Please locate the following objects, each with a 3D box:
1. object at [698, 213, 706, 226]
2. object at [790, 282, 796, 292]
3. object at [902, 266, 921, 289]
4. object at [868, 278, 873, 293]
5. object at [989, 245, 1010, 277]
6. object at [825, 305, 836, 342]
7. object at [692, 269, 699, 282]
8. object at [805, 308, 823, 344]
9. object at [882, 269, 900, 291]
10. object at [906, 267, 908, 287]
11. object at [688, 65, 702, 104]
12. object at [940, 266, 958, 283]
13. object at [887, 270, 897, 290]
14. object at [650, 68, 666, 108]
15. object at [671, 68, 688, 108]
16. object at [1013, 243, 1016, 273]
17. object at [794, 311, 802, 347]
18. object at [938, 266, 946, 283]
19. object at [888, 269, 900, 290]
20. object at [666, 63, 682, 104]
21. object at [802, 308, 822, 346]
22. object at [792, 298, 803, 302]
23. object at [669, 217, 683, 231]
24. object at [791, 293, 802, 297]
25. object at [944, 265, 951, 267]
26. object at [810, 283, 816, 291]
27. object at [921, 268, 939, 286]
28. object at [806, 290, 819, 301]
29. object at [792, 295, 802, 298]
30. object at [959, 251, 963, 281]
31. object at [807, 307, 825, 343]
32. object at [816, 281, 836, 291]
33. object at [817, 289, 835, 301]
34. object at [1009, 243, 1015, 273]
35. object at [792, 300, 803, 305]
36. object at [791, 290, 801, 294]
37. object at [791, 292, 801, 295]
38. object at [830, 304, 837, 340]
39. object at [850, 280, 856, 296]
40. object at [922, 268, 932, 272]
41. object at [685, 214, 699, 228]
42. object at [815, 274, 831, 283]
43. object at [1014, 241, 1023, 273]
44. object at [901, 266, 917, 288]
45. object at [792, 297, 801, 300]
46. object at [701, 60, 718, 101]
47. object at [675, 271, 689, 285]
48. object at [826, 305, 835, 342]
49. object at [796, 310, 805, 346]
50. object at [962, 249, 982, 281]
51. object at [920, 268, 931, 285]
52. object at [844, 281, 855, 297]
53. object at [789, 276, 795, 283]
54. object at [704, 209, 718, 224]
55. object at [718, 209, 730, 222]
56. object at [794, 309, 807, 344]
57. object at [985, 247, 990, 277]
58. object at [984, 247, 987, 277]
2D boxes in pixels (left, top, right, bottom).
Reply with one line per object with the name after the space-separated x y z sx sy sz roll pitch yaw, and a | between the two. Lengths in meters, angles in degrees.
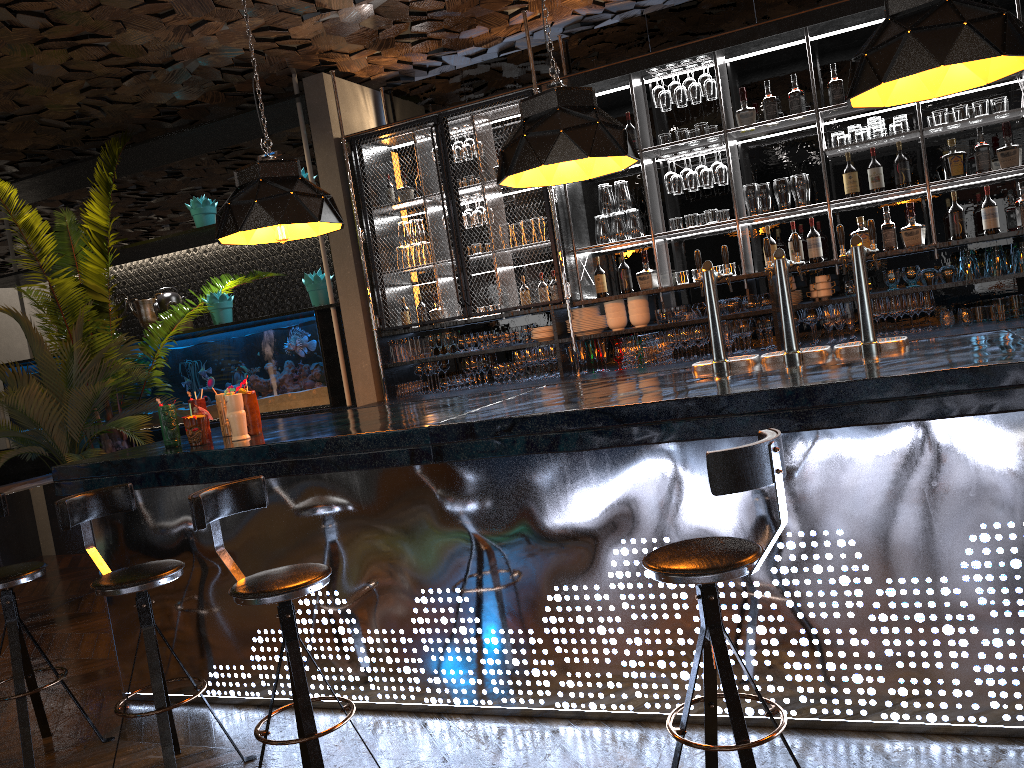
1.322 -1.117 6.057 0.089 0.092 0.089 -11 5 -34 | object
1.785 -0.615 5.705 0.094 0.070 0.107 -12 5 -35 | object
2.420 -0.646 5.367 0.108 0.126 0.108 -11 4 -32 | object
2.232 -0.616 5.569 0.058 0.099 0.067 -6 5 36 | object
2.806 -0.713 5.124 0.115 0.172 0.101 -8 4 9 | object
2.052 -0.394 5.724 0.058 0.234 0.058 -9 4 -1 | object
1.263 -0.730 5.972 0.089 0.092 0.089 -10 4 -13 | object
1.955 -0.376 5.742 0.108 0.227 0.108 -10 4 -11 | object
2.319 -0.633 5.411 0.100 0.125 0.100 -11 4 -27 | object
2.467 -0.660 5.473 0.108 0.126 0.108 -8 4 19 | object
1.228 -2.018 5.979 0.092 0.244 0.092 -10 4 -15 | object
2.592 -0.651 5.259 0.098 0.097 0.098 -11 4 -32 | object
2.412 -0.662 5.631 0.100 0.125 0.100 -6 5 37 | object
0.974 -1.974 5.913 0.092 0.244 0.092 -10 4 -15 | object
1.138 -2.007 6.019 0.092 0.244 0.092 -10 4 -15 | object
2.982 -0.744 5.181 0.115 0.172 0.101 -8 4 9 | object
1.801 -0.348 5.681 0.108 0.227 0.108 -8 4 16 | object
2.632 -0.664 5.359 0.098 0.097 0.098 -12 5 -41 | object
2.368 -0.648 5.522 0.100 0.125 0.100 -10 4 -18 | object
1.073 -1.987 5.869 0.092 0.244 0.092 -10 4 -15 | object
1.906 -0.362 5.635 0.108 0.227 0.108 -9 4 -6 | object
1.798 -0.529 5.713 0.149 0.023 0.149 -9 4 -7 | object
1.128 -1.087 6.070 0.089 0.092 0.089 -9 4 2 | object
1.793 -0.562 5.710 0.149 0.026 0.148 -7 4 31 | object
2.677 -0.677 5.450 0.098 0.097 0.098 -8 4 10 | object
1.969 -0.615 5.710 0.094 0.069 0.105 -9 4 1 | object
2.501 -0.640 5.306 0.098 0.097 0.098 -9 4 3 | object
1.971 -0.570 5.718 0.106 0.067 0.094 -10 4 -14 | object
1.794 -0.553 5.711 0.149 0.024 0.149 -7 4 23 | object
2.723 -0.712 5.302 0.115 0.172 0.101 -6 5 34 | object
2.003 -0.391 5.853 0.108 0.227 0.108 -11 4 -30 | object
1.977 -0.610 5.612 0.106 0.069 0.094 -11 4 -25 | object
1.985 -0.566 5.611 0.106 0.067 0.094 -8 4 12 | object
3.024 -0.758 5.300 0.115 0.172 0.101 -6 5 34 | object
1.799 -0.519 5.714 0.149 0.022 0.149 -9 4 -7 | object
1.787 -0.583 5.710 0.149 0.026 0.148 -7 4 31 | object
1.790 -0.572 5.710 0.149 0.025 0.149 -10 4 -14 | object
2.086 -0.404 5.800 0.058 0.234 0.058 -7 4 27 | object
2.168 -0.610 5.621 0.058 0.099 0.067 -7 4 27 | object
2.543 -0.652 5.398 0.098 0.097 0.098 -11 4 -28 | object
1.215 -1.095 5.983 0.089 0.092 0.089 -9 4 2 | object
1.964 -0.653 5.600 0.094 0.068 0.106 -7 4 24 | object
2.929 -0.729 5.077 0.115 0.172 0.101 -12 5 -36 | object
2.514 -0.675 5.585 0.108 0.126 0.108 -9 4 -4 | object
1.796 -0.541 5.712 0.149 0.023 0.149 -8 4 8 | object
1.322 -2.030 5.937 0.092 0.244 0.092 -10 4 -15 | object
1.160 -0.719 6.033 0.089 0.092 0.089 -9 4 -4 | object
2.025 -0.385 5.657 0.058 0.234 0.058 -12 5 -43 | object
1.852 -0.363 5.788 0.108 0.227 0.108 -9 4 4 | object
2.680 -0.698 5.190 0.101 0.172 0.115 -12 5 -36 | object
2.610 -0.674 5.565 0.098 0.097 0.098 -8 4 15 | object
2.085 -0.587 5.479 0.067 0.099 0.058 -10 4 -21 | object
1.769 -0.657 5.706 0.094 0.069 0.106 -7 4 30 | object
1.321 -1.104 5.869 0.089 0.092 0.089 -8 4 8 | object
1.434 -1.131 6.015 0.089 0.092 0.089 -8 4 8 | object
1.901 -0.379 5.899 0.108 0.227 0.108 -11 5 -35 | object
2.852 -0.728 5.242 0.115 0.172 0.101 -12 5 -36 | object
2.897 -0.742 5.353 0.101 0.172 0.115 -7 4 29 | object
